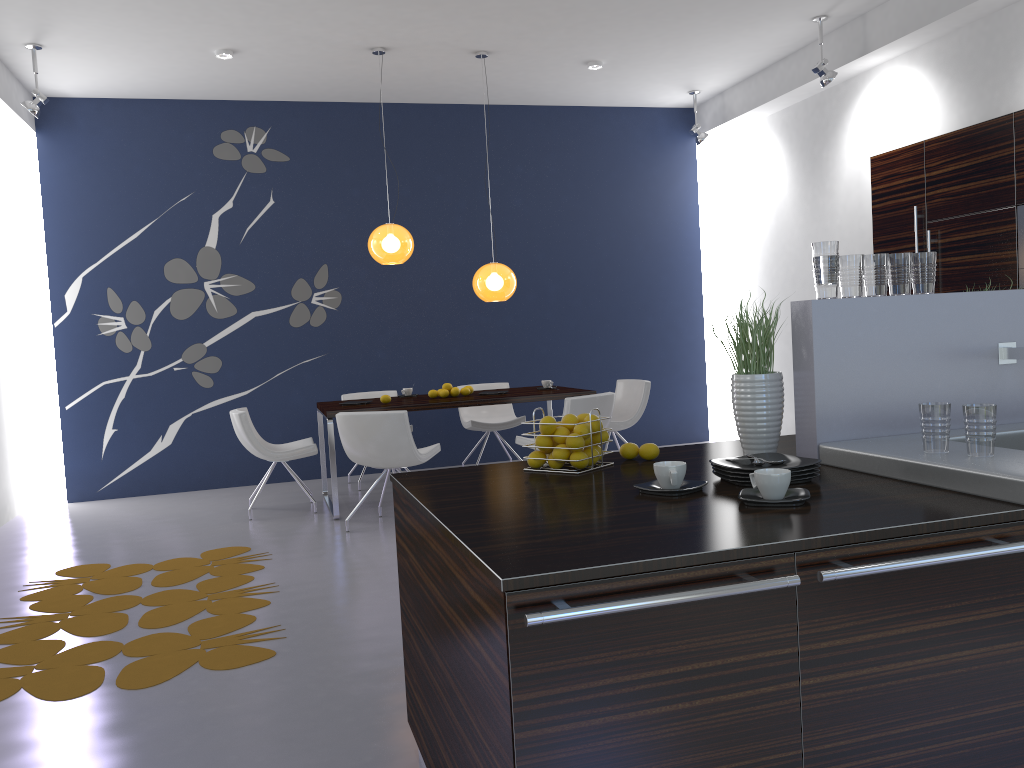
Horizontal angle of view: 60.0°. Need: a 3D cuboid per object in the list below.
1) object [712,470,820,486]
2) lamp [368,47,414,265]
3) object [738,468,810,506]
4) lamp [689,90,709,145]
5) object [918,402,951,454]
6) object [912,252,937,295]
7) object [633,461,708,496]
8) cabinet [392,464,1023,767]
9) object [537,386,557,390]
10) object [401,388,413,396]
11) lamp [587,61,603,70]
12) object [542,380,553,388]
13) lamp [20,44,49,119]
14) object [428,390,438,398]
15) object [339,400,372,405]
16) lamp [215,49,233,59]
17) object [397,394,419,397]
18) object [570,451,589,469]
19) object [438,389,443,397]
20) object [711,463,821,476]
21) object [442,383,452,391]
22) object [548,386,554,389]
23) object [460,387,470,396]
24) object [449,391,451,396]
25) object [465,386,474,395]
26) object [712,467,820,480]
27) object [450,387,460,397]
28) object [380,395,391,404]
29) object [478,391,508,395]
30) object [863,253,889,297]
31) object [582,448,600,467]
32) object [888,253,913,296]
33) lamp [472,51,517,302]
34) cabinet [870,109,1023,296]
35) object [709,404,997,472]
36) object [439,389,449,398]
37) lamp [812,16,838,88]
[{"bbox_3d":[0.635,0.231,2.229,0.232,0.020,0.232,-4,3,-7],"label":"object"},{"bbox_3d":[-0.982,-1.759,6.882,0.358,1.645,0.359,-4,3,-5],"label":"lamp"},{"bbox_3d":[0.576,0.226,1.952,0.153,0.069,0.153,-2,3,18],"label":"object"},{"bbox_3d":[1.813,-2.584,8.637,0.185,0.511,0.150,-4,3,-16],"label":"lamp"},{"bbox_3d":[1.021,0.106,2.140,0.072,0.119,0.071,-4,3,-16],"label":"object"},{"bbox_3d":[1.185,-0.317,2.554,0.071,0.119,0.072,-1,4,34],"label":"object"},{"bbox_3d":[0.383,0.226,2.145,0.153,0.069,0.153,-6,4,-42],"label":"object"},{"bbox_3d":[1.412,0.607,2.535,3.285,0.852,1.377,-4,3,-16],"label":"cabinet"},{"bbox_3d":[0.289,0.035,7.372,0.154,0.020,0.154,-1,4,30],"label":"object"},{"bbox_3d":[-0.869,0.069,7.381,0.081,0.064,0.101,-3,3,9],"label":"object"},{"bbox_3d":[0.705,-2.698,7.510,0.132,0.035,0.132,-1,4,31],"label":"lamp"},{"bbox_3d":[0.297,0.003,7.369,0.101,0.064,0.081,-3,3,10],"label":"object"},{"bbox_3d":[-3.430,-2.159,6.346,0.185,0.511,0.150,-4,3,-16],"label":"lamp"},{"bbox_3d":[-0.624,0.079,7.036,0.083,0.068,0.070,-4,3,-12],"label":"object"},{"bbox_3d":[-1.205,0.149,6.849,0.232,0.020,0.232,-3,3,13],"label":"object"},{"bbox_3d":[-2.174,-2.489,6.693,0.132,0.035,0.132,-4,3,-16],"label":"lamp"},{"bbox_3d":[-0.866,0.099,7.392,0.154,0.020,0.154,-1,4,29],"label":"object"},{"bbox_3d":[0.190,0.216,2.518,0.053,0.053,0.061,-1,4,29],"label":"object"},{"bbox_3d":[-0.561,0.072,7.097,0.083,0.068,0.070,0,4,43],"label":"object"},{"bbox_3d":[0.634,0.211,2.228,0.232,0.020,0.232,-4,3,-12],"label":"object"},{"bbox_3d":[-0.514,0.026,7.061,0.083,0.068,0.070,-4,3,-12],"label":"object"},{"bbox_3d":[0.339,0.030,7.270,0.032,0.028,0.155,-5,4,-35],"label":"object"},{"bbox_3d":[-0.375,0.061,7.102,0.083,0.068,0.070,-4,3,-12],"label":"object"},{"bbox_3d":[-0.482,0.065,7.120,0.081,0.071,0.069,-6,4,-39],"label":"object"},{"bbox_3d":[-0.356,0.051,7.184,0.079,0.077,0.094,-6,4,-42],"label":"object"},{"bbox_3d":[0.635,0.221,2.228,0.232,0.020,0.232,-4,3,-7],"label":"object"},{"bbox_3d":[-0.451,0.063,7.043,0.076,0.080,0.094,-4,3,-14],"label":"object"},{"bbox_3d":[-0.957,0.115,6.722,0.083,0.068,0.070,-4,3,-12],"label":"object"},{"bbox_3d":[-0.150,0.074,7.116,0.232,0.020,0.232,-3,3,13],"label":"object"},{"bbox_3d":[1.030,-0.306,2.510,0.072,0.119,0.071,-2,3,24],"label":"object"},{"bbox_3d":[0.223,0.213,2.568,0.061,0.053,0.053,-2,4,27],"label":"object"},{"bbox_3d":[1.107,-0.312,2.532,0.072,0.119,0.071,-2,3,24],"label":"object"},{"bbox_3d":[-0.187,-1.652,7.117,0.359,1.974,0.358,-4,3,-11],"label":"lamp"},{"bbox_3d":[3.691,-0.513,5.482,0.669,2.500,3.600,-4,3,-16],"label":"cabinet"},{"bbox_3d":[0.816,0.129,2.194,0.646,0.147,0.269,-3,3,9],"label":"object"},{"bbox_3d":[-0.537,0.075,7.016,0.083,0.068,0.070,0,4,43],"label":"object"},{"bbox_3d":[2.364,-2.508,6.716,0.185,0.511,0.150,-4,3,-16],"label":"lamp"}]
